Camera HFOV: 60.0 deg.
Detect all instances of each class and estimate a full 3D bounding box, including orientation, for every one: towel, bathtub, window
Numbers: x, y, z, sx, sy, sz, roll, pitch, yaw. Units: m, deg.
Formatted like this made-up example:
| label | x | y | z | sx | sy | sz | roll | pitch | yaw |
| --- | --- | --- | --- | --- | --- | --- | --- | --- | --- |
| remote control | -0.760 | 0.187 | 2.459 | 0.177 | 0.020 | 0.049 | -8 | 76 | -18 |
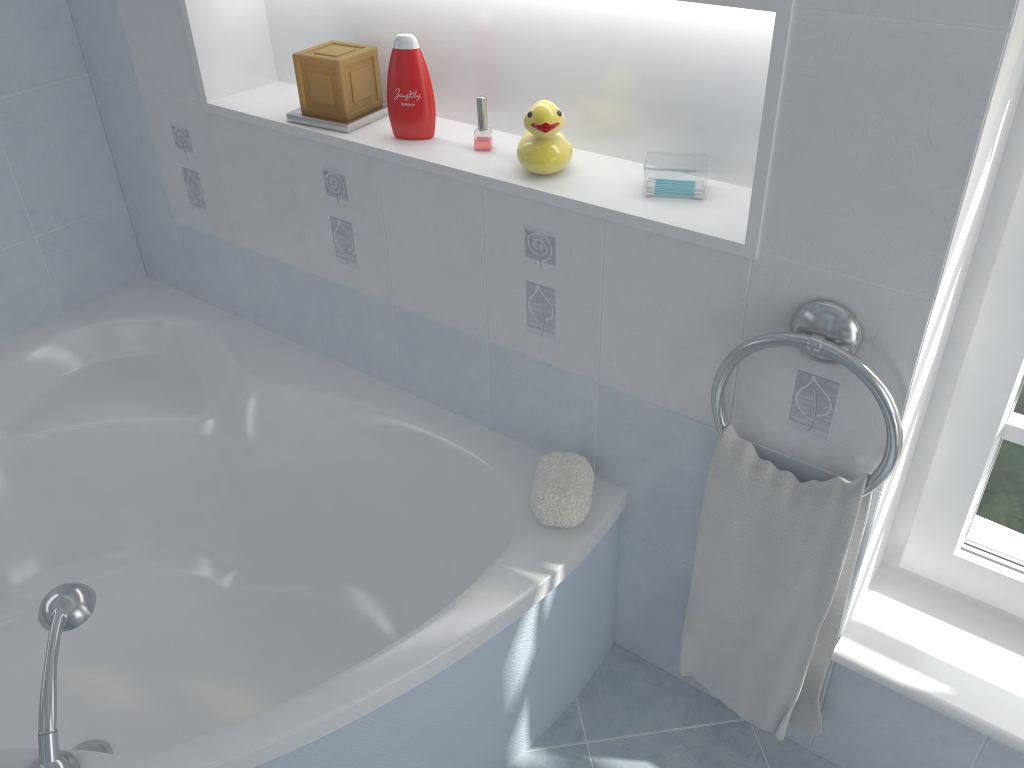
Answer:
| label | x | y | z | sx | sy | sz | roll | pitch | yaw |
| --- | --- | --- | --- | --- | --- | --- | --- | --- | --- |
| towel | 0.440 | 0.362 | 1.523 | 0.280 | 0.635 | 0.083 | 23 | 41 | 31 |
| bathtub | -0.867 | 0.416 | 1.664 | 1.596 | 0.670 | 1.578 | 22 | 41 | 30 |
| window | 0.969 | -0.386 | 0.890 | 0.758 | 2.067 | 0.142 | 22 | 41 | 30 |

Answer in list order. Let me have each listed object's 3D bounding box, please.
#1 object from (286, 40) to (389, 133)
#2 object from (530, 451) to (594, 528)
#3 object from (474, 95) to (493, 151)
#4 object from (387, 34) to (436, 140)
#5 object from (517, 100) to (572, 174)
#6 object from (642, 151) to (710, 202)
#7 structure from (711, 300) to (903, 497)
| label | x | y | z | sx | sy | sz | roll | pitch | yaw |
| --- | --- | --- | --- | --- | --- | --- | --- | --- | --- |
| object | -0.346 | -0.603 | 1.778 | 0.160 | 0.130 | 0.160 | 18 | 39 | 26 |
| object | 0.094 | 0.193 | 1.639 | 0.105 | 0.077 | 0.165 | 4 | 35 | 8 |
| object | -0.053 | -0.473 | 1.608 | 0.030 | 0.096 | 0.030 | 4 | 35 | 8 |
| object | -0.190 | -0.549 | 1.644 | 0.092 | 0.190 | 0.044 | 5 | 35 | 10 |
| object | 0.055 | -0.426 | 1.512 | 0.095 | 0.122 | 0.132 | 0 | 35 | 2 |
| object | 0.264 | -0.336 | 1.432 | 0.102 | 0.053 | 0.072 | 6 | 35 | 11 |
| structure | 0.438 | 0.032 | 1.321 | 0.291 | 0.332 | 0.051 | 22 | 41 | 30 |
